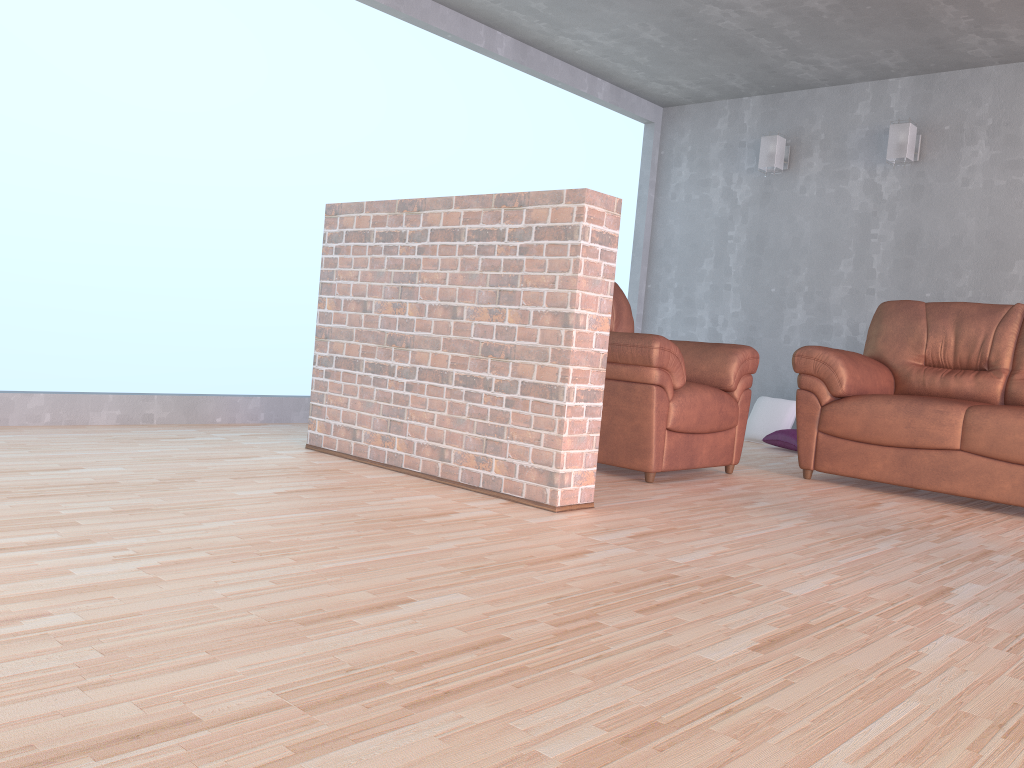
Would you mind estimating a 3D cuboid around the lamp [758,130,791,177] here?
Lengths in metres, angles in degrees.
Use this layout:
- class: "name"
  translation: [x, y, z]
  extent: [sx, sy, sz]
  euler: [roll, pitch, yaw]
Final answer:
- class: "lamp"
  translation: [1.839, -1.616, 6.241]
  extent: [0.165, 0.319, 0.168]
  euler: [8, 4, 42]

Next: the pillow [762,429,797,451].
- class: "pillow"
  translation: [1.870, 0.363, 5.738]
  extent: [0.365, 0.130, 0.392]
  euler: [4, 3, -27]

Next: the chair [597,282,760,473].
- class: "chair"
  translation: [0.555, -0.095, 4.261]
  extent: [0.936, 0.879, 0.970]
  euler: [8, 4, 41]

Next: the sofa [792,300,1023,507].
- class: "sofa"
  translation: [2.487, 0.071, 3.998]
  extent: [2.202, 0.923, 0.981]
  euler: [8, 4, 42]

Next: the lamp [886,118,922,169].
- class: "lamp"
  translation: [2.492, -1.527, 5.652]
  extent: [0.165, 0.319, 0.177]
  euler: [8, 4, 42]

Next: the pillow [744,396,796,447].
- class: "pillow"
  translation: [1.761, 0.256, 6.047]
  extent: [0.241, 0.326, 0.327]
  euler: [2, 4, -44]

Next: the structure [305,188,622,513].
- class: "structure"
  translation: [-0.260, -0.173, 3.425]
  extent: [1.422, 1.057, 0.211]
  euler: [8, 4, 42]
